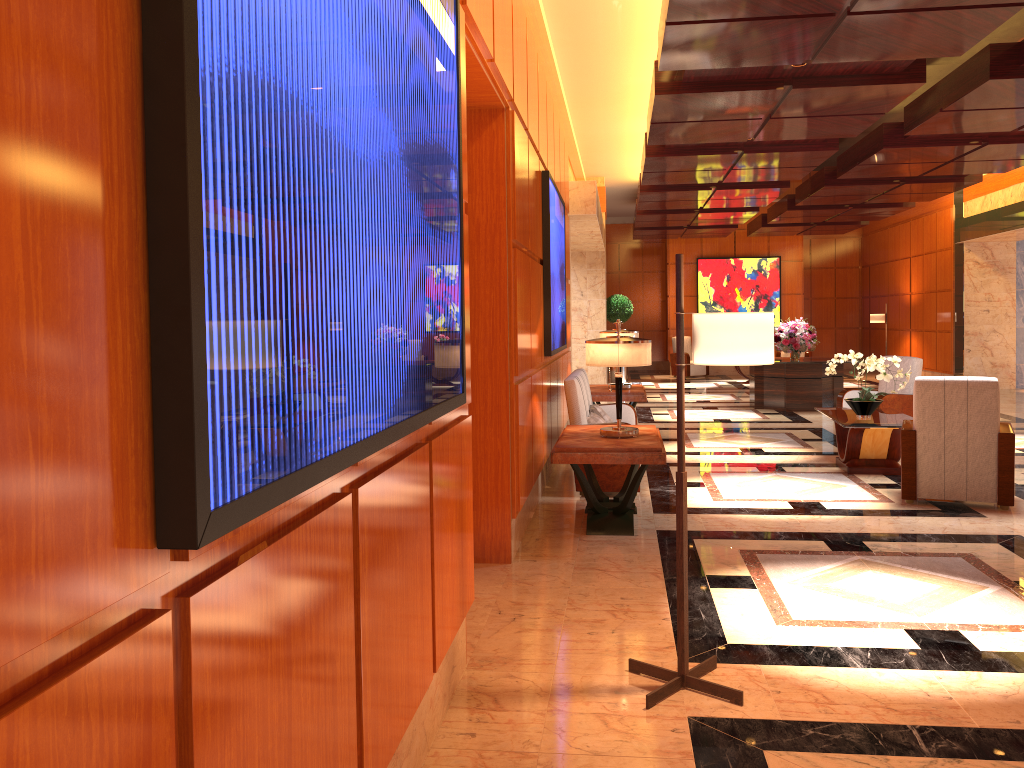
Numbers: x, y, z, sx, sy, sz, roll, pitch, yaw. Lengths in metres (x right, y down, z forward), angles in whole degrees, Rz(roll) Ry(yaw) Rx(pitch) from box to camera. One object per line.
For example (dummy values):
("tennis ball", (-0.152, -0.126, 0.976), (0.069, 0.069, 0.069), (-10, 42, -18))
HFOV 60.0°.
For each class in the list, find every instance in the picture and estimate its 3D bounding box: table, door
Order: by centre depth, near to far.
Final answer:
("door", (-0.284, -0.218, 4.398), (0.340, 2.647, 1.540), (-1, 2, 7))
("table", (0.687, 0.661, 6.206), (0.725, 0.606, 1.273), (0, 4, 7))
("table", (3.279, 0.540, 8.138), (0.722, 0.495, 1.563), (0, 4, 10))
("table", (1.201, 0.351, 10.395), (0.725, 0.606, 1.273), (0, 4, 7))
("table", (4.388, -0.011, 13.763), (1.600, 0.744, 1.603), (0, 4, 7))
("table", (5.222, -0.291, 18.940), (1.167, 0.533, 0.726), (0, 3, 7))

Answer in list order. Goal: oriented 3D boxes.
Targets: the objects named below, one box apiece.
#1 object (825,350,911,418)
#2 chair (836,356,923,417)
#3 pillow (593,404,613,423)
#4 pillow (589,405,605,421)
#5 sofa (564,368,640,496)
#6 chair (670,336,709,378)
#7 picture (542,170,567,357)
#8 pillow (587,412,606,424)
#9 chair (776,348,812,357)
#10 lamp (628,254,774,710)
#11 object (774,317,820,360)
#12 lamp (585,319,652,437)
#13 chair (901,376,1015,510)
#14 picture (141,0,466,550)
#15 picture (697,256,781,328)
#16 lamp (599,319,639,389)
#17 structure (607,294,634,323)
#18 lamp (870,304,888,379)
("object", (3.200, -0.006, 8.010), (0.788, 0.616, 0.418), (-2, 3, -16))
("chair", (3.977, 0.185, 9.543), (0.629, 0.959, 0.739), (-1, 3, -14))
("pillow", (0.844, 0.308, 8.332), (0.202, 0.229, 0.274), (0, 3, 10))
("pillow", (0.755, 0.327, 7.892), (0.160, 0.252, 0.358), (-1, 3, 4))
("sofa", (0.827, 0.363, 7.905), (0.612, 0.931, 1.802), (-1, 4, 8))
("chair", (4.214, -0.651, 21.101), (0.738, 0.959, 0.629), (-3, 3, -34))
("picture", (0.393, -1.014, 7.920), (0.056, 1.450, 2.000), (-1, 3, 7))
("pillow", (0.730, 0.367, 7.458), (0.195, 0.226, 0.345), (0, 3, 12))
("chair", (6.631, -0.667, 20.807), (0.738, 0.959, 0.629), (0, 3, 26))
("lamp", (0.728, 0.336, 3.378), (0.526, 1.658, 0.360), (-1, 2, -3))
("object", (4.376, -0.711, 13.722), (0.650, 0.657, 0.681), (-1, 3, -2))
("lamp", (0.737, -0.049, 6.108), (0.459, 0.793, 0.459), (-2, 3, -31))
("chair", (3.318, 0.405, 6.621), (0.738, 0.959, 0.629), (0, 3, 26))
("picture", (-0.321, -0.584, 2.106), (0.056, 1.450, 2.000), (-1, 3, 7))
("picture", (5.511, -2.214, 21.536), (1.996, 1.734, 0.056), (0, 2, 7))
("lamp", (1.242, -0.345, 10.230), (0.458, 0.809, 0.459), (0, 2, 16))
("structure", (2.349, -1.148, 19.635), (0.722, 1.710, 0.723), (-1, 2, -15))
("lamp", (8.147, -0.935, 19.465), (0.526, 1.658, 0.360), (-1, 2, -3))
